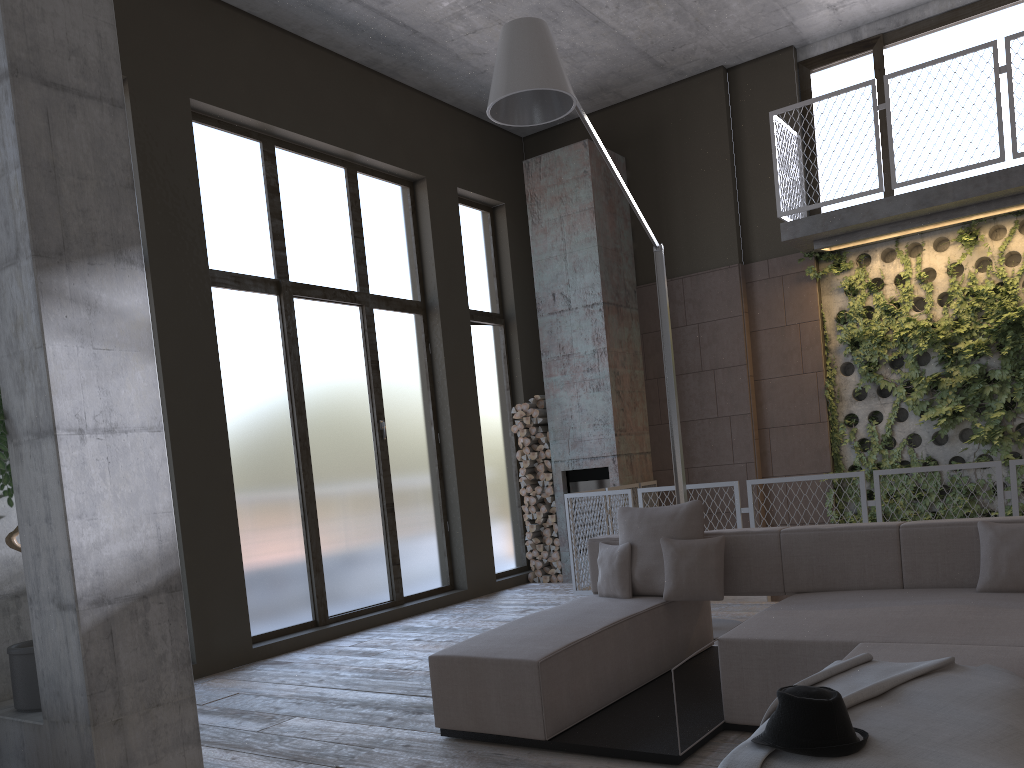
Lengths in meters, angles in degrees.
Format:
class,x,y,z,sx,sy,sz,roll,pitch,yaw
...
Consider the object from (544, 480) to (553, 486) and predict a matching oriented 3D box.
class,x,y,z,sx,sy,sz,roll,pitch,yaw
object,0.502,1.090,9.754,0.068,0.067,0.420,-7,-5,35

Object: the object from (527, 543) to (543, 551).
class,x,y,z,sx,sy,sz,roll,pitch,yaw
object,0.319,1.811,9.860,0.072,0.073,0.420,-6,-5,35

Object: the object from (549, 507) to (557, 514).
class,x,y,z,sx,sy,sz,roll,pitch,yaw
object,0.575,1.391,9.767,0.115,0.079,0.433,-8,-5,34

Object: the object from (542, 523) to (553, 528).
class,x,y,z,sx,sy,sz,roll,pitch,yaw
object,0.468,1.561,9.789,0.089,0.057,0.330,-8,-6,35

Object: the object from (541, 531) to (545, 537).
class,x,y,z,sx,sy,sz,roll,pitch,yaw
object,0.449,1.680,9.941,0.104,0.102,0.290,-7,-4,35

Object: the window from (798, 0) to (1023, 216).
class,x,y,z,sx,sy,sz,roll,pitch,yaw
window,4.392,-2.537,7.706,3.594,1.753,0.109,-8,1,35

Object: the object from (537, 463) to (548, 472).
class,x,y,z,sx,sy,sz,roll,pitch,yaw
object,0.392,0.920,9.728,0.099,0.107,0.292,-6,-4,34

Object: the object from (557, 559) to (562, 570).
class,x,y,z,sx,sy,sz,roll,pitch,yaw
object,0.623,1.979,9.734,0.064,0.125,0.362,-5,-3,36

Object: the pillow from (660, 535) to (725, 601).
class,x,y,z,sx,sy,sz,roll,pitch,yaw
pillow,1.032,1.046,4.965,0.377,0.373,0.168,-6,1,8

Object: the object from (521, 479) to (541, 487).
class,x,y,z,sx,sy,sz,roll,pitch,yaw
object,0.249,1.096,9.823,0.072,0.073,0.420,-6,-5,35

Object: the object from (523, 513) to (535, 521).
class,x,y,z,sx,sy,sz,roll,pitch,yaw
object,0.279,1.491,9.981,0.080,0.107,0.434,-6,-4,34

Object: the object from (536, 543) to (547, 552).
class,x,y,z,sx,sy,sz,roll,pitch,yaw
object,0.443,1.818,9.879,0.094,0.084,0.477,-7,-5,35

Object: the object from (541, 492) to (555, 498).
class,x,y,z,sx,sy,sz,roll,pitch,yaw
object,0.473,1.221,9.772,0.123,0.068,0.361,-8,-6,36

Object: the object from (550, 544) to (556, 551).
class,x,y,z,sx,sy,sz,roll,pitch,yaw
object,0.572,1.804,9.791,0.068,0.067,0.420,-7,-5,35

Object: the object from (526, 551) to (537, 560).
class,x,y,z,sx,sy,sz,roll,pitch,yaw
object,0.320,1.924,9.994,0.092,0.092,0.435,-7,-5,35

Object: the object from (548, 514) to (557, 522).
class,x,y,z,sx,sy,sz,roll,pitch,yaw
object,0.576,1.470,9.747,0.094,0.084,0.477,-7,-5,35

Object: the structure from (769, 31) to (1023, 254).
class,x,y,z,sx,sy,sz,roll,pitch,yaw
structure,3.831,-0.549,6.655,3.709,4.327,3.012,-6,0,35

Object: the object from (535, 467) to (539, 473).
class,x,y,z,sx,sy,sz,roll,pitch,yaw
object,0.379,0.965,9.904,0.104,0.102,0.290,-7,-4,35

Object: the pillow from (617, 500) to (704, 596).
class,x,y,z,sx,sy,sz,roll,pitch,yaw
pillow,0.869,0.981,5.194,0.567,0.559,0.219,-7,1,37

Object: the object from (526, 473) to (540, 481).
class,x,y,z,sx,sy,sz,roll,pitch,yaw
object,0.325,1.040,9.896,0.115,0.079,0.433,-8,-5,35

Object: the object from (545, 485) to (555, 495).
class,x,y,z,sx,sy,sz,roll,pitch,yaw
object,0.484,1.162,9.647,0.101,0.103,0.291,-6,-4,33

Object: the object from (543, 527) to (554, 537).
class,x,y,z,sx,sy,sz,roll,pitch,yaw
object,0.462,1.635,9.765,0.099,0.107,0.292,-6,-4,34

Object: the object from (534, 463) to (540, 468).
class,x,y,z,sx,sy,sz,roll,pitch,yaw
object,0.367,0.894,9.810,0.065,0.074,0.357,-6,-5,36

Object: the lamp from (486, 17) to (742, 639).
class,x,y,z,sx,sy,sz,roll,pitch,yaw
lamp,0.783,0.006,5.339,0.759,3.433,2.612,-5,0,22

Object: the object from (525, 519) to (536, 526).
class,x,y,z,sx,sy,sz,roll,pitch,yaw
object,0.285,1.594,10.002,0.070,0.118,0.362,-5,-4,34

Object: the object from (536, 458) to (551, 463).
class,x,y,z,sx,sy,sz,roll,pitch,yaw
object,0.398,0.846,9.752,0.089,0.057,0.330,-8,-6,35

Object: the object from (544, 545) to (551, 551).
class,x,y,z,sx,sy,sz,roll,pitch,yaw
object,0.507,1.818,9.838,0.068,0.067,0.420,-7,-5,35

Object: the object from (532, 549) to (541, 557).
class,x,y,z,sx,sy,sz,roll,pitch,yaw
object,0.390,1.883,9.946,0.091,0.089,0.453,-7,-5,35

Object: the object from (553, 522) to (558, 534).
class,x,y,z,sx,sy,sz,roll,pitch,yaw
object,0.583,1.578,9.713,0.064,0.125,0.362,-5,-3,36

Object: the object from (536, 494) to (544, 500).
class,x,y,z,sx,sy,sz,roll,pitch,yaw
object,0.393,1.249,9.834,0.065,0.074,0.357,-6,-5,33

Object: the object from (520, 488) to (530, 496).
class,x,y,z,sx,sy,sz,roll,pitch,yaw
object,0.250,1.210,9.957,0.092,0.092,0.435,-7,-5,35

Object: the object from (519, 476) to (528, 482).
class,x,y,z,sx,sy,sz,roll,pitch,yaw
object,0.225,1.068,9.923,0.123,0.068,0.362,-8,-6,33

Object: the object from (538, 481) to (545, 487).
class,x,y,z,sx,sy,sz,roll,pitch,yaw
object,0.437,1.103,9.801,0.068,0.067,0.420,-7,-5,35

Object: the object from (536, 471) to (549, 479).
class,x,y,z,sx,sy,sz,roll,pitch,yaw
object,0.413,1.014,9.846,0.102,0.086,0.361,-7,-5,35

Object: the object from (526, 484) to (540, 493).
class,x,y,z,sx,sy,sz,roll,pitch,yaw
object,0.320,1.169,9.909,0.091,0.089,0.453,-7,-5,35

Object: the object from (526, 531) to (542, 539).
class,x,y,z,sx,sy,sz,roll,pitch,yaw
object,0.326,1.688,9.925,0.091,0.089,0.453,-7,-5,36

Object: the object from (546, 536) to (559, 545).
class,x,y,z,sx,sy,sz,roll,pitch,yaw
object,0.533,1.733,9.818,0.093,0.093,0.435,-7,-5,35

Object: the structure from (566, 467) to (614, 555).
class,x,y,z,sx,sy,sz,roll,pitch,yaw
structure,0.876,1.363,9.388,0.579,0.930,0.056,-5,3,35

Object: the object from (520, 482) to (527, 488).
class,x,y,z,sx,sy,sz,roll,pitch,yaw
object,0.251,1.139,9.928,0.067,0.085,0.422,-6,-4,37

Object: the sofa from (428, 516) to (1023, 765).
class,x,y,z,sx,sy,sz,roll,pitch,yaw
sofa,1.064,1.141,3.805,3.021,0.786,2.996,-9,-6,35

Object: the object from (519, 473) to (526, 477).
class,x,y,z,sx,sy,sz,roll,pitch,yaw
object,0.226,1.001,9.947,0.067,0.071,0.421,-6,-5,35

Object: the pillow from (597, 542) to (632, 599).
class,x,y,z,sx,sy,sz,roll,pitch,yaw
pillow,0.624,1.148,5.344,0.150,0.377,0.371,-6,-1,-23

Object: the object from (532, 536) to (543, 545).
class,x,y,z,sx,sy,sz,roll,pitch,yaw
object,0.395,1.755,9.934,0.115,0.079,0.433,-8,-5,35

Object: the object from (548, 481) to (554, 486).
class,x,y,z,sx,sy,sz,roll,pitch,yaw
object,0.482,1.086,9.638,0.063,0.048,0.249,-7,-5,33

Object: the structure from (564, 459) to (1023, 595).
class,x,y,z,sx,sy,sz,roll,pitch,yaw
structure,2.877,1.203,7.613,4.462,0.935,1.916,-9,-5,35

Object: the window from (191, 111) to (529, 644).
class,x,y,z,sx,sy,sz,roll,pitch,yaw
window,-2.590,-0.037,6.292,0.210,4.172,9.158,-4,-2,33

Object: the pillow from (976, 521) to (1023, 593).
class,x,y,z,sx,sy,sz,roll,pitch,yaw
pillow,2.403,0.823,4.146,0.373,0.360,0.185,-7,0,34

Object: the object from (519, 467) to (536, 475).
class,x,y,z,sx,sy,sz,roll,pitch,yaw
object,0.256,0.973,9.888,0.091,0.089,0.453,-7,-5,36

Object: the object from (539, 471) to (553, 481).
class,x,y,z,sx,sy,sz,roll,pitch,yaw
object,0.463,1.018,9.781,0.093,0.093,0.435,-7,-5,35

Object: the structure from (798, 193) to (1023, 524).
class,x,y,z,sx,sy,sz,roll,pitch,yaw
structure,4.040,0.129,7.937,2.644,3.832,0.995,-5,2,35
